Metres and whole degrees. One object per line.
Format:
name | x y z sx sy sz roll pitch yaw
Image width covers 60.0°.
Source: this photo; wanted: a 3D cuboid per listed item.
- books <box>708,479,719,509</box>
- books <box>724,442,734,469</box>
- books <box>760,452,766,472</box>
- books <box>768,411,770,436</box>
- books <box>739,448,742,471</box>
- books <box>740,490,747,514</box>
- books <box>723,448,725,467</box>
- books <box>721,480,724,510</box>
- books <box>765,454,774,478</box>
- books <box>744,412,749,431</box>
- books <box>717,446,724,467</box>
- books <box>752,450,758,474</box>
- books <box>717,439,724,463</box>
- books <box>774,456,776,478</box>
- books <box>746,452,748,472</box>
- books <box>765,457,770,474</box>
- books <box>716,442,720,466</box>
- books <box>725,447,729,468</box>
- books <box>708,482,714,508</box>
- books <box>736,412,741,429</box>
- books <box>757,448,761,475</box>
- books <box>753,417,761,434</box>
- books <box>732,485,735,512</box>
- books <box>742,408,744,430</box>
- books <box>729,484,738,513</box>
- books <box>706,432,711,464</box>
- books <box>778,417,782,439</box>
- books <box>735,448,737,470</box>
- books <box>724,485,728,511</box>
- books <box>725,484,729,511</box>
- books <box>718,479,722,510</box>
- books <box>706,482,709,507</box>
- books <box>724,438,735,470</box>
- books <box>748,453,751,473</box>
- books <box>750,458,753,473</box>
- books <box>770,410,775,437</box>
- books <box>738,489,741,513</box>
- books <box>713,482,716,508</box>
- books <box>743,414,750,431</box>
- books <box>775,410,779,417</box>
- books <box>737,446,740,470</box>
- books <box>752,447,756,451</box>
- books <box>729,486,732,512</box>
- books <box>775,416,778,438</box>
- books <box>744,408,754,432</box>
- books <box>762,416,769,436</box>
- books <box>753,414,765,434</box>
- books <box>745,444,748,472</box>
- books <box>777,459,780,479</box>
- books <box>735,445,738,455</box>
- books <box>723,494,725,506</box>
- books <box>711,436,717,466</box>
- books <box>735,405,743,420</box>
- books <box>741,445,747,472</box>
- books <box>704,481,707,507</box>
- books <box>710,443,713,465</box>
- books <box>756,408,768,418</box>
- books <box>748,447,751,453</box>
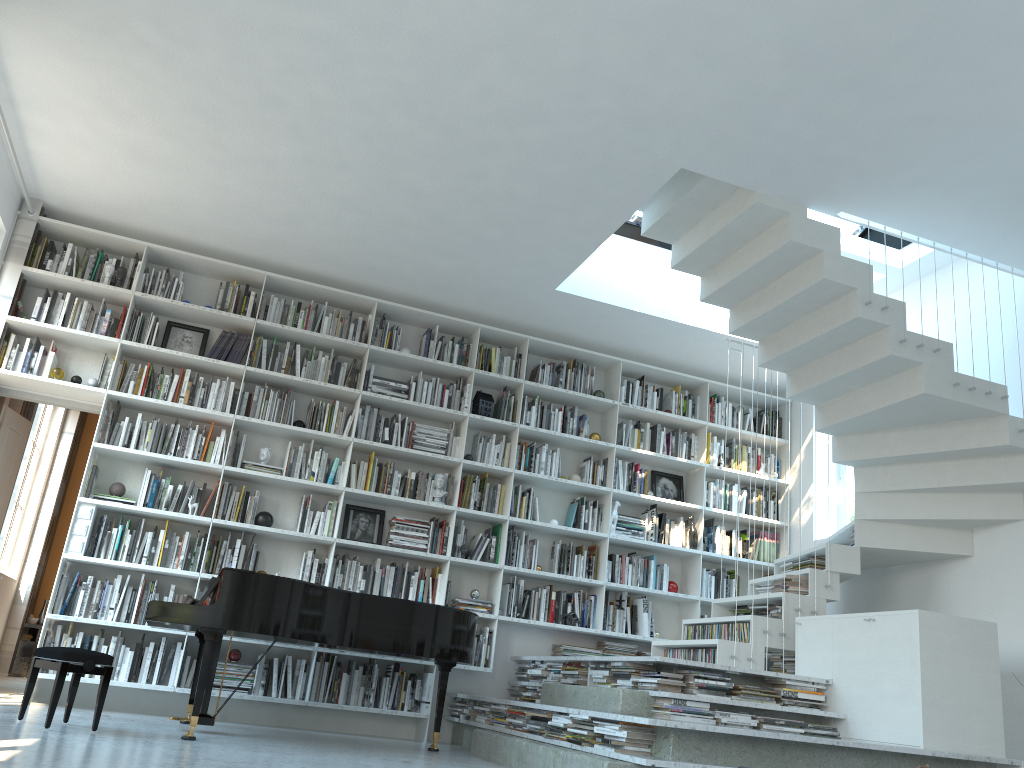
books | 1.712 0.969 7.587 0.014 0.284 0.186 13 -20 -17
books | 1.859 0.642 7.669 0.023 0.253 0.190 13 -20 -17
books | 2.183 0.744 7.854 0.070 0.253 0.155 13 -20 -17
books | 2.283 0.400 8.009 0.012 0.291 0.140 13 -20 -17
books | 1.937 0.676 7.694 0.013 0.221 0.175 13 -20 -17
books | 1.960 1.048 7.670 0.045 0.244 0.177 13 -20 -17
books | 1.786 0.670 7.692 0.038 0.198 0.171 13 -20 -17
books | 1.766 0.982 7.620 0.012 0.291 0.166 13 -20 -17
books | 2.269 0.764 7.890 0.029 0.257 0.163 13 -20 -17
books | 2.081 0.383 7.942 0.010 0.235 0.132 13 -20 -17
books | 1.754 0.646 7.625 0.024 0.193 0.190 13 -20 -17
books | 2.110 0.722 7.826 0.022 0.260 0.161 13 -20 -17
books | 1.775 0.622 7.656 0.023 0.262 0.158 13 -20 -17
books | 2.301 0.777 7.898 0.040 0.245 0.160 13 -20 -17
books | 2.010 0.719 7.788 0.023 0.219 0.172 13 -20 -17
books | 2.225 0.772 7.860 0.023 0.213 0.181 13 -20 -17
books | 1.720 0.626 7.624 0.049 0.223 0.162 13 -20 -17
books | 1.828 0.662 7.673 0.025 0.211 0.135 13 -20 -17
books | 1.656 0.975 7.567 0.023 0.246 0.182 13 -20 -17
books | 1.981 0.369 7.895 0.026 0.207 0.163 13 -20 -17
books | 2.140 0.720 7.849 0.023 0.286 0.163 13 -20 -17
books | 2.163 0.411 7.932 0.024 0.192 0.187 13 -20 -17
books | 1.863 1.018 7.644 0.022 0.261 0.173 13 -20 -17
books | 2.021 0.353 7.918 0.015 0.262 0.143 13 -20 -17
books | 1.888 1.015 7.659 0.030 0.282 0.167 13 -20 -17
books | 1.651 0.575 7.609 0.010 0.293 0.183 13 -20 -17
books | 2.366 0.435 8.001 0.025 0.236 0.188 13 -20 -17
books | 1.891 0.675 7.681 0.014 0.205 0.184 13 -20 -17
books | 1.800 1.006 7.626 0.013 0.259 0.158 13 -20 -17
books | 1.815 1.007 7.642 0.025 0.270 0.153 13 -20 -17
books | 1.746 0.980 7.626 0.022 0.296 0.162 13 -20 -17
books | 1.624 0.977 7.586 0.026 0.249 0.161 13 -20 -17
books | 1.880 0.628 7.687 0.022 0.295 0.152 13 -20 -17
books | 2.038 0.727 7.791 0.013 0.212 0.187 13 -20 -17
books | 2.073 0.758 7.822 0.034 0.182 0.157 13 -20 -17
books | 2.306 0.396 7.984 0.014 0.285 0.190 13 -20 -17
books | 1.927 1.043 7.682 0.012 0.253 0.161 13 -20 -17
books | 1.686 0.982 7.589 0.026 0.255 0.174 13 -20 -17
books | 2.053 0.383 7.917 0.057 0.211 0.163 13 -20 -17
books | 2.379 0.410 8.047 0.014 0.317 0.144 13 -20 -17
books | 1.923 0.669 7.702 0.012 0.237 0.166 13 -20 -17
books | 2.120 0.716 7.856 0.011 0.293 0.151 13 -20 -17
books | 1.841 1.015 7.638 0.024 0.258 0.157 13 -20 -17
books | 2.344 0.430 8.008 0.014 0.247 0.185 13 -20 -17
books | 2.115 0.369 7.956 0.069 0.276 0.132 13 -20 -17
books | 2.245 0.418 7.959 0.012 0.215 0.193 13 -20 -17
books | 2.203 0.400 7.969 0.068 0.246 0.161 13 -20 -17
books | 2.027 0.689 7.812 0.010 0.294 0.166 13 -20 -17
books | 2.329 0.791 7.884 0.011 0.216 0.170 13 -20 -17
books | 1.907 0.663 7.697 0.022 0.241 0.145 13 -20 -17
books | 1.773 1.043 7.620 0.027 0.179 0.157 13 -20 -17
books | 1.691 0.596 7.609 0.026 0.262 0.189 13 -20 -17
books | 2.008 0.341 7.921 0.012 0.284 0.160 13 -20 -17
books | 1.956 0.679 7.726 0.042 0.241 0.248 13 -20 -17
books | 1.610 0.967 7.569 0.012 0.253 0.161 13 -20 -17
books | 1.662 0.621 7.600 0.024 0.204 0.166 13 -20 -17
books | 2.254 0.381 7.998 0.014 0.312 0.162 13 -20 -17
books | 2.051 0.706 7.830 0.024 0.280 0.154 13 -20 -17
